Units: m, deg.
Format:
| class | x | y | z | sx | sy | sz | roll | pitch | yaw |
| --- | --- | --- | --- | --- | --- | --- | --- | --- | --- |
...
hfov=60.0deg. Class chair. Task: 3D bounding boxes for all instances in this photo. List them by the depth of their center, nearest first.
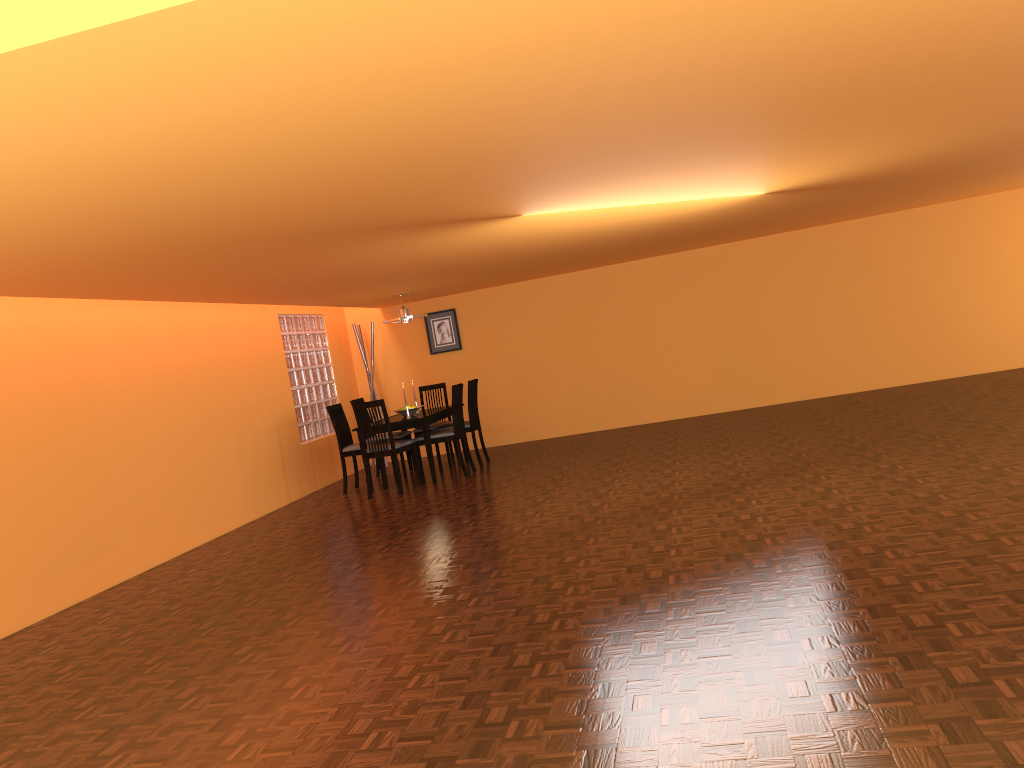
| class | x | y | z | sx | sy | sz | roll | pitch | yaw |
| --- | --- | --- | --- | --- | --- | --- | --- | --- | --- |
| chair | -1.062 | 0.524 | 7.497 | 0.373 | 0.809 | 0.465 | -9 | 2 | 17 |
| chair | -0.609 | 0.431 | 7.852 | 0.465 | 0.809 | 0.373 | -9 | 2 | 12 |
| chair | -1.350 | 0.552 | 8.007 | 0.465 | 0.809 | 0.373 | -9 | 2 | 12 |
| chair | -0.499 | 0.389 | 8.417 | 0.465 | 0.809 | 0.373 | -9 | 2 | 12 |
| chair | -1.240 | 0.510 | 8.572 | 0.465 | 0.809 | 0.373 | -9 | 2 | 12 |
| chair | -0.775 | 0.415 | 8.927 | 0.373 | 0.809 | 0.465 | -9 | 2 | 7 |

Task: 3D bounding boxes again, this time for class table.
| class | x | y | z | sx | sy | sz | roll | pitch | yaw |
| --- | --- | --- | --- | --- | --- | --- | --- | --- | --- |
| table | -0.878 | 0.577 | 8.204 | 0.697 | 0.584 | 1.259 | -9 | 2 | 12 |

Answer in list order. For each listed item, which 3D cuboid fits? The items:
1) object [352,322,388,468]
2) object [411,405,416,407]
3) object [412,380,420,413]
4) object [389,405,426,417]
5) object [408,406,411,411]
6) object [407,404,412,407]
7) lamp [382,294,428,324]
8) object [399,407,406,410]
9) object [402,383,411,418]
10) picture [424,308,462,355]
| class | x | y | z | sx | sy | sz | roll | pitch | yaw |
| --- | --- | --- | --- | --- | --- | --- | --- | --- | --- |
| object | -1.498 | 0.117 | 9.652 | 0.308 | 1.589 | 0.226 | -8 | 3 | 34 |
| object | -0.898 | 0.227 | 8.160 | 0.055 | 0.070 | 0.066 | -10 | 2 | -7 |
| object | -0.924 | 0.114 | 8.423 | 0.044 | 0.326 | 0.044 | -10 | 2 | 0 |
| object | -0.954 | 0.259 | 8.153 | 0.337 | 0.072 | 0.337 | -11 | 3 | -22 |
| object | -0.935 | 0.225 | 8.059 | 0.046 | 0.046 | 0.055 | -10 | 2 | -6 |
| object | -0.948 | 0.219 | 8.223 | 0.069 | 0.066 | 0.069 | -9 | 2 | 21 |
| lamp | -1.036 | -0.720 | 8.464 | 0.435 | 0.274 | 0.435 | -8 | 3 | 34 |
| object | -0.991 | 0.251 | 8.132 | 0.089 | 0.076 | 0.087 | -9 | 2 | 18 |
| object | -0.946 | 0.141 | 7.876 | 0.044 | 0.326 | 0.044 | -10 | 2 | 0 |
| picture | -0.757 | -0.572 | 9.712 | 0.361 | 0.456 | 0.014 | -9 | 2 | 12 |
